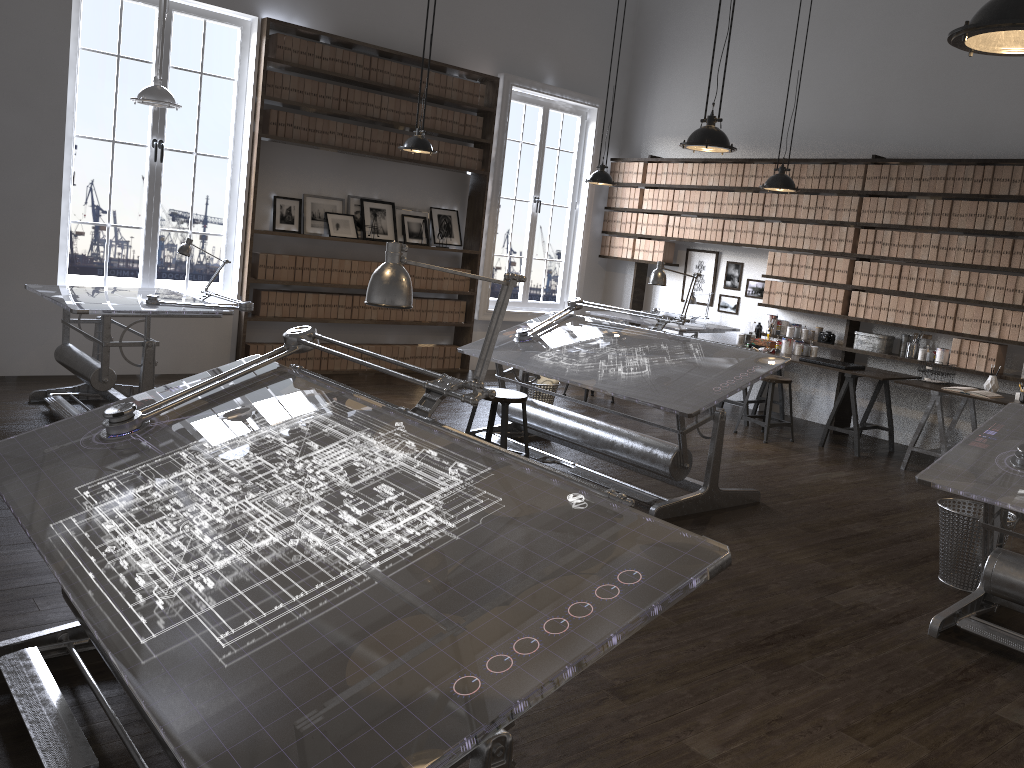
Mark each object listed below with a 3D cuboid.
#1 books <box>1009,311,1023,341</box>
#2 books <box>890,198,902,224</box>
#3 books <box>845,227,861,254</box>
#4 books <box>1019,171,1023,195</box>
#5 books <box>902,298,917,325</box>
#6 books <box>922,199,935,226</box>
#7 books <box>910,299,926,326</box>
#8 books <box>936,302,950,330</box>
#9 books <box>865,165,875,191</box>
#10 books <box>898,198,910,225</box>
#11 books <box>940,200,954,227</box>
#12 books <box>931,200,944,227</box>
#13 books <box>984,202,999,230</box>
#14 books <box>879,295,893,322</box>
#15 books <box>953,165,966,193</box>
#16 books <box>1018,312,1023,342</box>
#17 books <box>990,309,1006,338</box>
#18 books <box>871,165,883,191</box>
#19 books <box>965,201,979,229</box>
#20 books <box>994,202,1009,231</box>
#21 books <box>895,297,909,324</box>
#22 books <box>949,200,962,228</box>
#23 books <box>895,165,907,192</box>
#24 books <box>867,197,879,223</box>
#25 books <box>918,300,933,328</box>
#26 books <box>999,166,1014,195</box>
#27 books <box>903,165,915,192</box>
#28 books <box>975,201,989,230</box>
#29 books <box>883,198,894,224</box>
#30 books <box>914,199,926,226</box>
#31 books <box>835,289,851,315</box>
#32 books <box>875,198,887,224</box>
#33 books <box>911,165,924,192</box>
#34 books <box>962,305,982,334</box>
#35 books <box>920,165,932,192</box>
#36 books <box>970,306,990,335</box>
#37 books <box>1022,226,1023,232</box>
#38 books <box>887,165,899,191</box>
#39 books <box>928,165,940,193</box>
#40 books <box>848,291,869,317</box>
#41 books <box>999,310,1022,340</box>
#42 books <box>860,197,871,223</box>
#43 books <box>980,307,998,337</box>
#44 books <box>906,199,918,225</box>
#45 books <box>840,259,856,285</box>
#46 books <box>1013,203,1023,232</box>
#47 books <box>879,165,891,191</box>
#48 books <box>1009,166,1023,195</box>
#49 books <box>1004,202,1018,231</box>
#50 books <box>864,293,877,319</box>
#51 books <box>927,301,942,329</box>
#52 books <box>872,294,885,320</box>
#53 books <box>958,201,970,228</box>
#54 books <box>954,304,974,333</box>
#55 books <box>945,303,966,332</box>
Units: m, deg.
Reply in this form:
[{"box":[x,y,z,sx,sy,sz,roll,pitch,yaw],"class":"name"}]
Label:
[{"box":[3.894,-0.442,6.787,0.174,0.224,0.067,0,9,-40],"class":"books"},{"box":[3.299,-1.454,7.516,0.174,0.224,0.067,0,9,-40],"class":"books"},{"box":[3.032,-1.265,7.833,0.174,0.224,0.067,0,9,-40],"class":"books"},{"box":[3.951,-1.535,6.745,0.174,0.224,0.067,0,9,-40],"class":"books"},{"box":[3.357,-0.606,7.423,0.174,0.224,0.067,0,9,-40],"class":"books"},{"box":[3.471,-1.400,7.305,0.174,0.224,0.067,0,9,-40],"class":"books"},{"box":[3.404,-0.593,7.375,0.174,0.224,0.067,0,9,-40],"class":"books"},{"box":[3.539,-0.552,7.214,0.174,0.224,0.067,0,9,-40],"class":"books"},{"box":[3.153,-1.781,7.696,0.174,0.224,0.067,0,9,-40],"class":"books"},{"box":[3.338,-1.441,7.463,0.174,0.224,0.067,0,9,-40],"class":"books"},{"box":[3.563,-1.372,7.194,0.174,0.224,0.067,0,9,-40],"class":"books"},{"box":[3.520,-1.386,7.254,0.174,0.224,0.067,0,9,-40],"class":"books"},{"box":[3.785,-1.304,6.931,0.174,0.224,0.067,0,9,-40],"class":"books"},{"box":[3.230,-0.646,7.576,0.174,0.224,0.067,0,9,-40],"class":"books"},{"box":[3.634,-1.633,7.122,0.174,0.224,0.067,0,9,-40],"class":"books"},{"box":[3.936,-0.428,6.731,0.174,0.224,0.067,0,9,-40],"class":"books"},{"box":[3.804,-0.469,6.891,0.174,0.224,0.067,0,9,-40],"class":"books"},{"box":[3.189,-1.768,7.645,0.174,0.224,0.067,0,9,-40],"class":"books"},{"box":[3.691,-1.332,7.039,0.174,0.224,0.067,0,9,-40],"class":"books"},{"box":[3.831,-1.289,6.874,0.174,0.224,0.067,0,9,-40],"class":"books"},{"box":[3.318,-0.619,7.476,0.174,0.224,0.067,0,9,-40],"class":"books"},{"box":[3.614,-1.357,7.141,0.174,0.224,0.067,0,9,-40],"class":"books"},{"box":[3.331,-1.726,7.487,0.174,0.224,0.067,0,9,-40],"class":"books"},{"box":[3.169,-1.494,7.672,0.174,0.224,0.067,0,9,-40],"class":"books"},{"box":[3.449,-0.579,7.321,0.174,0.224,0.067,0,9,-40],"class":"books"},{"box":[3.855,-1.563,6.848,0.174,0.224,0.067,0,9,-40],"class":"books"},{"box":[3.374,-1.713,7.433,0.174,0.224,0.067,0,9,-40],"class":"books"},{"box":[3.737,-1.318,6.984,0.174,0.224,0.067,0,9,-40],"class":"books"},{"box":[3.258,-1.466,7.563,0.174,0.224,0.067,0,9,-40],"class":"books"},{"box":[3.430,-1.414,7.361,0.174,0.224,0.067,0,9,-40],"class":"books"},{"box":[2.967,-0.727,7.891,0.174,0.224,0.067,0,9,-40],"class":"books"},{"box":[3.211,-1.480,7.617,0.174,0.224,0.067,0,9,-40],"class":"books"},{"box":[3.415,-1.699,7.377,0.174,0.224,0.067,0,9,-40],"class":"books"},{"box":[3.673,-0.510,7.050,0.174,0.224,0.067,0,9,-40],"class":"books"},{"box":[3.462,-1.685,7.324,0.174,0.224,0.067,0,9,-40],"class":"books"},{"box":[3.710,-0.497,6.999,0.174,0.224,0.067,0,9,-40],"class":"books"},{"box":[3.958,-1.250,6.720,0.174,0.224,0.067,0,9,-40],"class":"books"},{"box":[3.284,-1.740,7.538,0.174,0.224,0.067,0,9,-40],"class":"books"},{"box":[3.504,-1.673,7.277,0.174,0.224,0.067,0,9,-40],"class":"books"},{"box":[3.050,-0.701,7.790,0.174,0.224,0.067,0,9,-40],"class":"books"},{"box":[3.851,-0.456,6.841,0.174,0.224,0.067,0,9,-40],"class":"books"},{"box":[3.126,-1.508,7.727,0.174,0.224,0.067,0,9,-40],"class":"books"},{"box":[3.756,-0.483,6.944,0.174,0.224,0.067,0,9,-40],"class":"books"},{"box":[3.385,-1.428,7.415,0.174,0.224,0.067,0,9,-40],"class":"books"},{"box":[2.998,-0.992,7.857,0.174,0.224,0.067,0,9,-40],"class":"books"},{"box":[3.919,-1.263,6.773,0.174,0.224,0.067,0,9,-40],"class":"books"},{"box":[3.235,-1.754,7.591,0.174,0.224,0.067,0,9,-40],"class":"books"},{"box":[3.904,-1.549,6.795,0.174,0.224,0.067,0,9,-40],"class":"books"},{"box":[3.878,-1.275,6.820,0.174,0.224,0.067,0,9,-40],"class":"books"},{"box":[3.146,-0.673,7.686,0.174,0.224,0.067,0,9,-40],"class":"books"},{"box":[3.491,-0.565,7.265,0.174,0.224,0.067,0,9,-40],"class":"books"},{"box":[3.188,-0.659,7.632,0.174,0.224,0.067,0,9,-40],"class":"books"},{"box":[3.654,-1.345,7.090,0.174,0.224,0.067,0,9,-40],"class":"books"},{"box":[3.634,-0.523,7.101,0.174,0.224,0.067,0,9,-40],"class":"books"},{"box":[3.583,-0.537,7.154,0.174,0.224,0.067,0,9,-40],"class":"books"}]
